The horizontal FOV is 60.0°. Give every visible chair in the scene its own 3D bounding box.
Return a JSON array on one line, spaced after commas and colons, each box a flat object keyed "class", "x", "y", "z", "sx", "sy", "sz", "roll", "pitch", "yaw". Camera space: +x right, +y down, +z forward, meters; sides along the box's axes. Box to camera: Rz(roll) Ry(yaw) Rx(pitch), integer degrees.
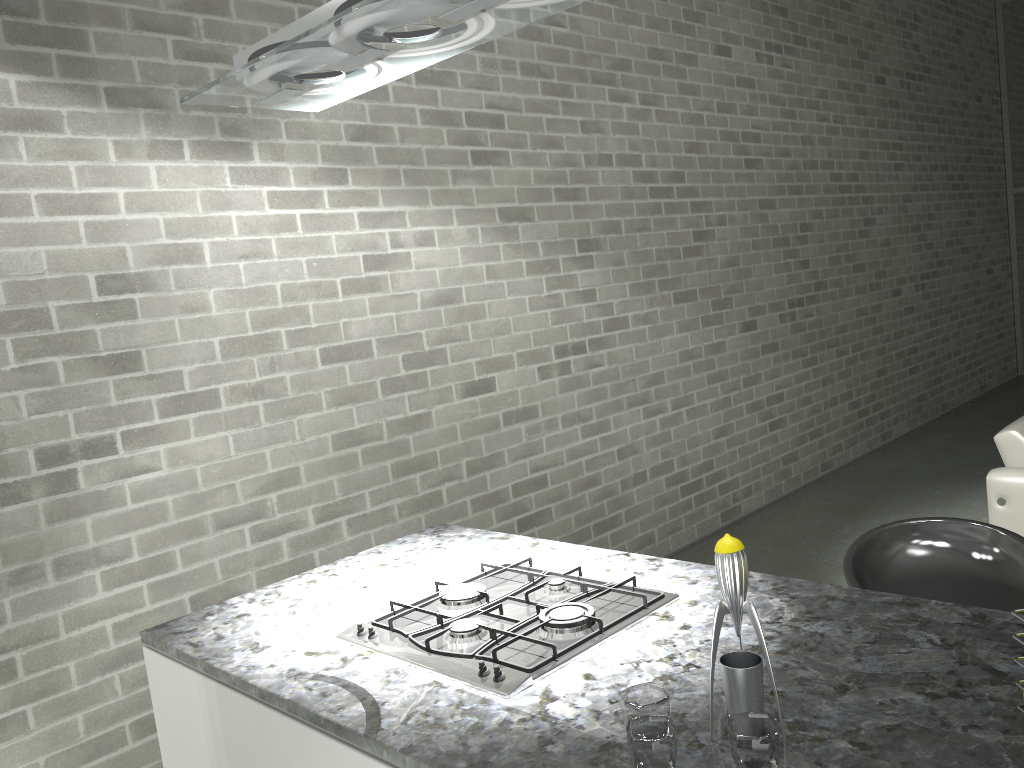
[{"class": "chair", "x": 1.061, "y": 0.832, "z": 2.104, "sx": 0.457, "sy": 0.931, "sz": 0.464, "roll": -4, "pitch": 7, "yaw": 26}, {"class": "chair", "x": 2.841, "y": 0.503, "z": 4.114, "sx": 0.910, "sy": 0.717, "sz": 0.963, "roll": -1, "pitch": 9, "yaw": 45}]

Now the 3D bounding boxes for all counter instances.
[{"class": "counter", "x": 1.085, "y": 0.935, "z": 0.799, "sx": 4.400, "sy": 0.960, "sz": 0.900, "roll": -1, "pitch": 9, "yaw": 45}]

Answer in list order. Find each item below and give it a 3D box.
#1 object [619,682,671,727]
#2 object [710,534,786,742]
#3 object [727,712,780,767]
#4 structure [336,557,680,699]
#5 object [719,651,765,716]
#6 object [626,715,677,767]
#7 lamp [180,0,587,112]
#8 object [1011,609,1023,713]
[{"class": "object", "x": 0.191, "y": 0.473, "z": 1.259, "sx": 0.063, "sy": 0.070, "sz": 0.064, "roll": -12, "pitch": 8, "yaw": -36}, {"class": "object", "x": 0.303, "y": 0.352, "z": 1.238, "sx": 0.088, "sy": 0.288, "sz": 0.101, "roll": -9, "pitch": 6, "yaw": -14}, {"class": "object", "x": 0.313, "y": 0.471, "z": 1.142, "sx": 0.064, "sy": 0.070, "sz": 0.063, "roll": -8, "pitch": 6, "yaw": -7}, {"class": "structure", "x": -0.011, "y": 0.457, "z": 1.793, "sx": 0.500, "sy": 0.038, "sz": 0.500, "roll": -1, "pitch": 9, "yaw": 45}, {"class": "object", "x": 0.328, "y": 0.439, "z": 1.251, "sx": 0.060, "sy": 0.106, "sz": 0.060, "roll": -2, "pitch": 8, "yaw": 39}, {"class": "object", "x": 0.186, "y": 0.484, "z": 1.167, "sx": 0.064, "sy": 0.070, "sz": 0.063, "roll": -8, "pitch": 6, "yaw": -7}, {"class": "lamp", "x": -0.027, "y": -1.007, "z": 1.112, "sx": 1.490, "sy": 0.964, "sz": 0.290, "roll": -1, "pitch": 9, "yaw": 45}, {"class": "object", "x": 0.783, "y": 0.362, "z": 1.125, "sx": 0.189, "sy": 0.174, "sz": 0.207, "roll": -7, "pitch": 6, "yaw": 1}]
